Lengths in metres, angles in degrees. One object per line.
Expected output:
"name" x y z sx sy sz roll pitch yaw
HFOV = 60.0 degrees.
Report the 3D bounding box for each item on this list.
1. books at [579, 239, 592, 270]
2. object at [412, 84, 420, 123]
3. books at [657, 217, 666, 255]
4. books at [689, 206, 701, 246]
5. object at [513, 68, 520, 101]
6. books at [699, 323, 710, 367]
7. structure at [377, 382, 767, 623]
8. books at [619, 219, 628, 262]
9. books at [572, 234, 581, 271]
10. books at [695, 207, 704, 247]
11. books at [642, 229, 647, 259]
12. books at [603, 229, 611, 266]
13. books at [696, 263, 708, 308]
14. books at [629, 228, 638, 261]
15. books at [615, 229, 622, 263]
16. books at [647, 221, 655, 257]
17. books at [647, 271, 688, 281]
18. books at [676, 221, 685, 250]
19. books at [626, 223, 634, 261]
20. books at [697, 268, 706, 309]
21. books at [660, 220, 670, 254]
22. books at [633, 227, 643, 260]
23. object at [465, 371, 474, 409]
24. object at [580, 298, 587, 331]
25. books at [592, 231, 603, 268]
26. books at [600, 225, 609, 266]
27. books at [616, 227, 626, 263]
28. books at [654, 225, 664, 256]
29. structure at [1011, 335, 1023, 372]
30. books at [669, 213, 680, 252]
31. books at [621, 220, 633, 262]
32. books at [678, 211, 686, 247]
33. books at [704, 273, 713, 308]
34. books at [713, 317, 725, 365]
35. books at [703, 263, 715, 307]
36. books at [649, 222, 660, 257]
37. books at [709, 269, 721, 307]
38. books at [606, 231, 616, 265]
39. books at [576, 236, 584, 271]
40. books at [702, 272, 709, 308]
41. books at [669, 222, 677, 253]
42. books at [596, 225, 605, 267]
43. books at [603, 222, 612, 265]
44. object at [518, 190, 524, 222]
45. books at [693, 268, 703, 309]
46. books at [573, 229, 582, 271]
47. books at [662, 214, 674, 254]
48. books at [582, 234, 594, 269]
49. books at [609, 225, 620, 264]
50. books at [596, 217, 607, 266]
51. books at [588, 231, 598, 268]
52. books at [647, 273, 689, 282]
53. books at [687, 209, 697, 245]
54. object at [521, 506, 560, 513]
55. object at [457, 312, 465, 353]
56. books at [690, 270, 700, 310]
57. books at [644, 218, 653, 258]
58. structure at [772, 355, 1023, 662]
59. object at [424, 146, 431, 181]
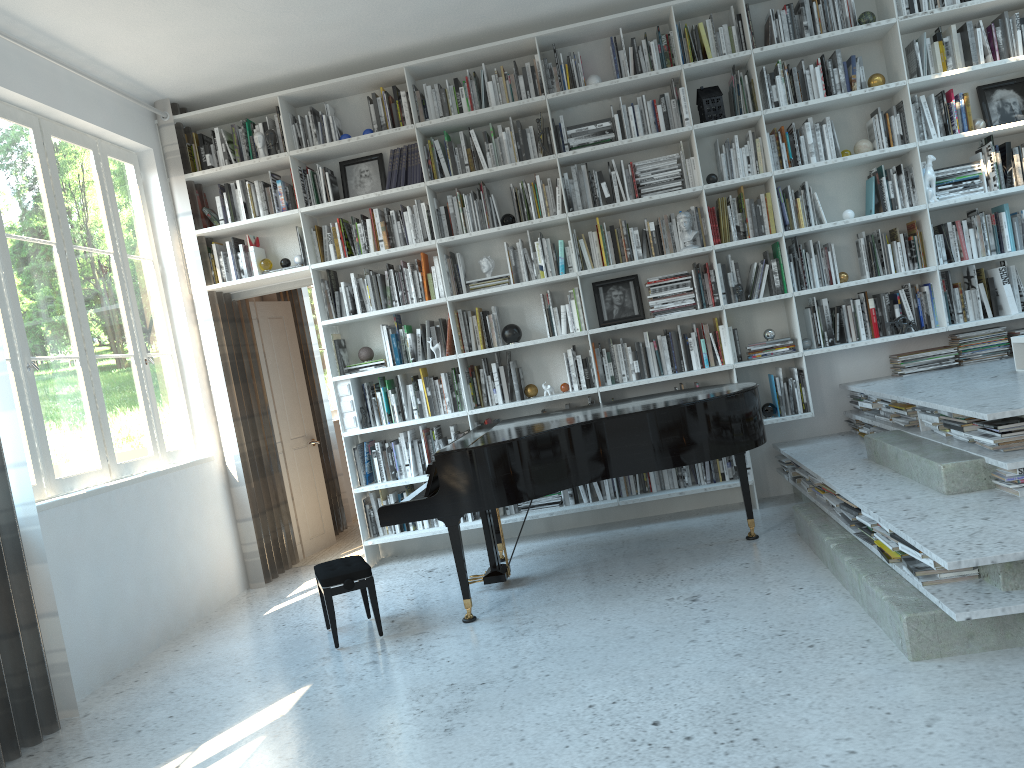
"books" 0.475 -0.820 5.689 0.053 0.209 0.156 -10 2 7
"object" -0.600 -1.787 5.775 0.012 0.285 0.159 -10 2 7
"books" 0.946 -0.923 5.613 0.012 0.245 0.185 -10 2 7
"books" 1.161 -0.979 5.618 0.025 0.279 0.108 -10 2 7
"object" 0.043 -1.882 5.689 0.010 0.247 0.157 -10 2 7
"books" 1.229 -0.249 5.660 0.010 0.284 0.131 -10 2 7
"structure" 0.421 0.574 4.668 1.919 0.833 1.333 -10 2 7
"books" 0.713 -0.901 5.662 0.013 0.284 0.176 -10 2 7
"books" 0.420 -0.834 5.712 0.012 0.254 0.160 -10 2 7
"books" 1.180 -0.976 5.600 0.014 0.266 0.153 -10 2 7
"books" 0.844 -0.882 5.661 0.050 0.199 0.145 -10 2 7
"books" 0.609 -0.863 5.686 0.010 0.245 0.149 -10 2 7
"books" 1.206 -0.619 5.629 0.011 0.288 0.152 -10 2 7
"books" 0.775 -0.878 5.656 0.024 0.216 0.175 -10 2 7
"books" 0.681 -0.867 5.668 0.012 0.228 0.169 -10 2 7
"books" 0.882 -0.906 5.641 0.010 0.234 0.174 -10 2 7
"books" 0.989 -0.685 5.644 0.254 0.012 0.160 -10 2 11
"books" 1.068 -0.923 5.623 0.035 0.201 0.149 -10 2 7
"books" 0.756 -0.893 5.671 0.011 0.251 0.130 -10 2 7
"books" 1.197 -0.601 5.632 0.013 0.256 0.162 -10 2 7
"books" 0.970 -0.920 5.647 0.025 0.230 0.143 -10 2 7
"books" 0.802 -0.882 5.653 0.030 0.215 0.168 -10 2 7
"object" -0.267 0.034 5.849 0.012 0.254 0.160 -10 2 7
"object" 0.469 -0.451 5.746 0.017 0.216 0.103 -10 2 7
"books" 0.552 -0.850 5.693 0.029 0.240 0.155 -10 2 7
"books" 0.591 -0.870 5.655 0.015 0.267 0.189 -10 2 7
"books" 0.700 -0.875 5.673 0.025 0.236 0.137 -10 2 7
"books" 0.931 -0.898 5.626 0.029 0.200 0.178 -10 2 7
"structure" 2.584 -1.420 3.591 2.614 3.384 1.953 -10 2 7
"books" 1.035 -0.946 5.628 0.024 0.259 0.126 -10 2 7
"books" 0.733 -0.896 5.646 0.028 0.268 0.189 -10 2 7
"books" 1.087 -0.958 5.628 0.014 0.263 0.135 -10 2 7
"books" 1.240 -0.589 5.632 0.021 0.217 0.132 -10 2 7
"books" 1.315 -0.273 5.640 0.011 0.300 0.149 -10 2 7
"books" 1.248 -0.621 5.611 0.011 0.279 0.186 -10 2 7
"books" 0.900 -0.904 5.628 0.029 0.224 0.185 -10 2 7
"books" 1.273 -0.600 5.599 0.034 0.229 0.199 -10 2 7
"books" 0.638 -0.860 5.688 0.024 0.228 0.147 -10 2 7
"books" 0.444 -0.829 5.718 0.011 0.235 0.141 -10 2 7
"books" 1.223 -0.594 5.635 0.013 0.232 0.134 -10 2 7
"books" 1.018 -0.917 5.638 0.022 0.207 0.114 -10 2 7
"books" 0.569 -0.876 5.702 0.010 0.284 0.136 -10 2 7
"books" 0.614 -0.882 5.666 0.010 0.281 0.170 -10 2 7
"object" 0.069 -1.132 5.742 0.010 0.225 0.142 -10 2 7
"books" 1.173 -0.599 5.624 0.011 0.261 0.184 -10 2 7
"books" 0.430 -0.850 5.719 0.010 0.282 0.140 -10 2 7
"books" 0.989 -0.938 5.624 0.025 0.259 0.150 -10 2 7
"books" 0.491 -0.840 5.698 0.042 0.242 0.162 -10 2 7
"books" 0.661 -0.880 5.690 0.028 0.259 0.134 -10 2 7
"books" 0.573 -0.893 5.656 0.014 0.318 0.187 -10 2 7
"books" 0.525 -0.850 5.702 0.026 0.248 0.139 -10 2 7
"books" 0.991 -0.673 5.647 0.254 0.012 0.160 -10 2 4
"books" 1.138 -0.965 5.611 0.025 0.260 0.130 -10 2 7
"object" 0.198 0.811 5.835 0.254 0.007 0.160 -10 2 10
"object" -0.321 -0.337 5.844 0.012 0.270 0.130 -10 2 7
"books" 1.162 -0.593 5.628 0.012 0.254 0.160 -10 2 7
"books" 0.869 -0.916 5.646 0.014 0.259 0.161 -10 2 7
"structure" 2.800 0.252 4.054 2.900 0.659 3.110 -10 2 7
"object" -0.531 -1.410 5.790 0.012 0.254 0.160 -10 2 7
